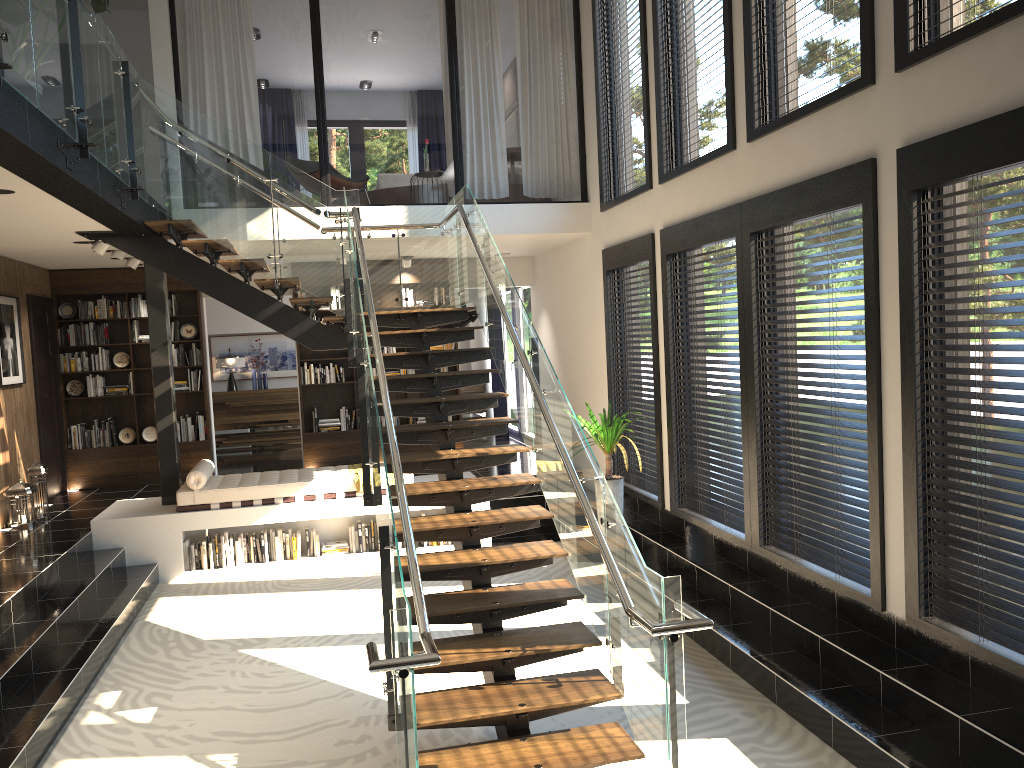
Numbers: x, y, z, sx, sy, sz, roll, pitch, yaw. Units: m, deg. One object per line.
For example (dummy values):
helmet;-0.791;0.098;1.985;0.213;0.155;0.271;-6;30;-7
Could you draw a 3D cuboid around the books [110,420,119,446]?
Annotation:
books;-4.942;0.612;11.027;0.042;0.316;0.193;-4;4;-12

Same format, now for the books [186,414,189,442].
books;-4.089;0.553;11.203;0.016;0.332;0.195;-4;4;-12

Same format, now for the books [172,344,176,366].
books;-4.229;-0.360;11.113;0.020;0.281;0.152;-4;4;-12

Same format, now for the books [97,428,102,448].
books;-5.109;0.668;11.014;0.034;0.223;0.208;-4;4;-12

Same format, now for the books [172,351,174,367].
books;-4.247;-0.314;11.090;0.032;0.195;0.182;-4;4;-12

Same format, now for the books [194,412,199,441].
books;-3.990;0.536;11.228;0.065;0.354;0.164;-4;4;-12

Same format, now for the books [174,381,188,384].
books;-4.218;-0.019;11.187;0.239;0.031;0.146;-3;3;-12

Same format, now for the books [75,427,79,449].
books;-5.339;0.660;10.936;0.022;0.269;0.215;-4;4;-12

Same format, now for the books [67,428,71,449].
books;-5.448;0.669;10.952;0.032;0.262;0.194;-4;4;-12

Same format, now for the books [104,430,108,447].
books;-5.025;0.670;11.032;0.033;0.209;0.191;-4;4;-12

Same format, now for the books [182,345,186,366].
books;-4.117;-0.356;11.127;0.016;0.262;0.155;-4;4;-12

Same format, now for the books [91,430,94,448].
books;-5.168;0.672;10.991;0.026;0.222;0.209;-4;4;-12

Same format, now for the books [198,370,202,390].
books;-3.937;-0.047;11.198;0.047;0.254;0.210;-4;4;-12

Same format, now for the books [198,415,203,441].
books;-3.941;0.553;11.244;0.035;0.315;0.168;-4;4;-12

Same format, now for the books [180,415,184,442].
books;-4.152;0.562;11.189;0.012;0.322;0.177;-4;4;-12

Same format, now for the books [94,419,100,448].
books;-5.128;0.612;10.967;0.016;0.341;0.217;-4;4;-12

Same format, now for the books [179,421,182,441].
books;-4.174;0.593;11.211;0.025;0.260;0.114;-4;4;-12

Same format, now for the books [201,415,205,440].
books;-3.908;0.555;11.244;0.029;0.307;0.149;-4;4;-12

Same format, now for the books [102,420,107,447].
books;-5.047;0.616;11.003;0.016;0.322;0.218;-4;4;-12

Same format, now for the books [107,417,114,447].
books;-4.968;0.595;10.997;0.019;0.357;0.234;-4;4;-12

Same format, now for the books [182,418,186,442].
books;-4.132;0.579;11.199;0.029;0.286;0.137;-4;4;-12

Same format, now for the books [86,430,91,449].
books;-5.216;0.679;10.964;0.021;0.217;0.220;-4;3;-12

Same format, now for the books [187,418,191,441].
books;-4.071;0.572;11.208;0.018;0.293;0.191;-4;4;-12

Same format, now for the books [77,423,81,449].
books;-5.323;0.642;10.944;0.016;0.304;0.217;-4;4;-12

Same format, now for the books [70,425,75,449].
books;-5.418;0.653;10.965;0.032;0.288;0.179;-4;4;-12

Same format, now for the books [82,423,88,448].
books;-5.278;0.638;10.975;0.020;0.304;0.189;-4;4;-12

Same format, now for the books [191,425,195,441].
books;-4.039;0.617;11.249;0.032;0.195;0.134;-4;4;-12

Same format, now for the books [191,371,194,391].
books;-4.019;-0.039;11.190;0.014;0.247;0.192;-4;4;-12

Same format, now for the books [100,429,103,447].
books;-5.074;0.666;11.021;0.036;0.223;0.173;-4;4;-12

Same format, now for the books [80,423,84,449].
books;-5.297;0.640;10.977;0.018;0.302;0.195;-4;4;-12

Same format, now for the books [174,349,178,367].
books;-4.202;-0.330;11.109;0.027;0.219;0.139;-4;4;-12

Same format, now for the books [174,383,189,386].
books;-4.215;0.007;11.180;0.266;0.019;0.157;-3;3;-11

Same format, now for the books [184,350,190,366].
books;-4.084;-0.327;11.162;0.060;0.196;0.119;-4;4;-12

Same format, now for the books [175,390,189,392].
books;-4.210;0.084;11.182;0.245;0.021;0.159;-3;3;-10

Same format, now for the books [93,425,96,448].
books;-5.146;0.642;10.982;0.017;0.282;0.232;-4;4;-12

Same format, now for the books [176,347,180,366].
books;-4.180;-0.342;11.137;0.030;0.239;0.146;-4;4;-12

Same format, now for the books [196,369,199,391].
books;-3.968;-0.052;11.196;0.013;0.267;0.177;-4;4;-12

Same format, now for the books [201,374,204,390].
books;-3.909;-0.025;11.235;0.021;0.204;0.169;-4;4;-12

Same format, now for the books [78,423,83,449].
books;-5.306;0.640;10.941;0.015;0.306;0.222;-4;4;-12

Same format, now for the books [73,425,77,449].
books;-5.372;0.654;10.960;0.030;0.283;0.170;-4;4;-12

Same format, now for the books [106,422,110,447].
books;-4.994;0.621;11.016;0.027;0.305;0.204;-4;4;-12

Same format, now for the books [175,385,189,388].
books;-4.212;0.031;11.176;0.263;0.030;0.159;-4;3;-15

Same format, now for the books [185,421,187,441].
books;-4.110;0.595;11.220;0.022;0.250;0.144;-4;4;-12

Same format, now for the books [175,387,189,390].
books;-4.209;0.060;11.169;0.271;0.028;0.174;-4;3;-17

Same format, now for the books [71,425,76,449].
books;-5.389;0.656;10.939;0.014;0.282;0.232;-4;4;-12

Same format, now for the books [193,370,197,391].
books;-4.003;-0.047;11.236;0.038;0.257;0.138;-4;4;-12

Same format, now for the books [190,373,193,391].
books;-4.045;-0.028;11.219;0.024;0.226;0.141;-4;4;-12

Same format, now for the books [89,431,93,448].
books;-5.197;0.682;10.996;0.029;0.207;0.166;-4;4;-12

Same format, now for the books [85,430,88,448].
books;-5.253;0.681;11.004;0.035;0.212;0.159;-4;4;-12

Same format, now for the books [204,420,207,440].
books;-3.881;0.583;11.263;0.029;0.247;0.139;-4;4;-12

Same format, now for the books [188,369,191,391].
books;-4.060;-0.053;11.191;0.014;0.279;0.202;-4;4;-12

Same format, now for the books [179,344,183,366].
books;-4.145;-0.362;11.127;0.037;0.277;0.179;-4;4;-12

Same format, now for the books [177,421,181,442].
books;-4.201;0.598;11.191;0.037;0.256;0.145;-4;4;-12
